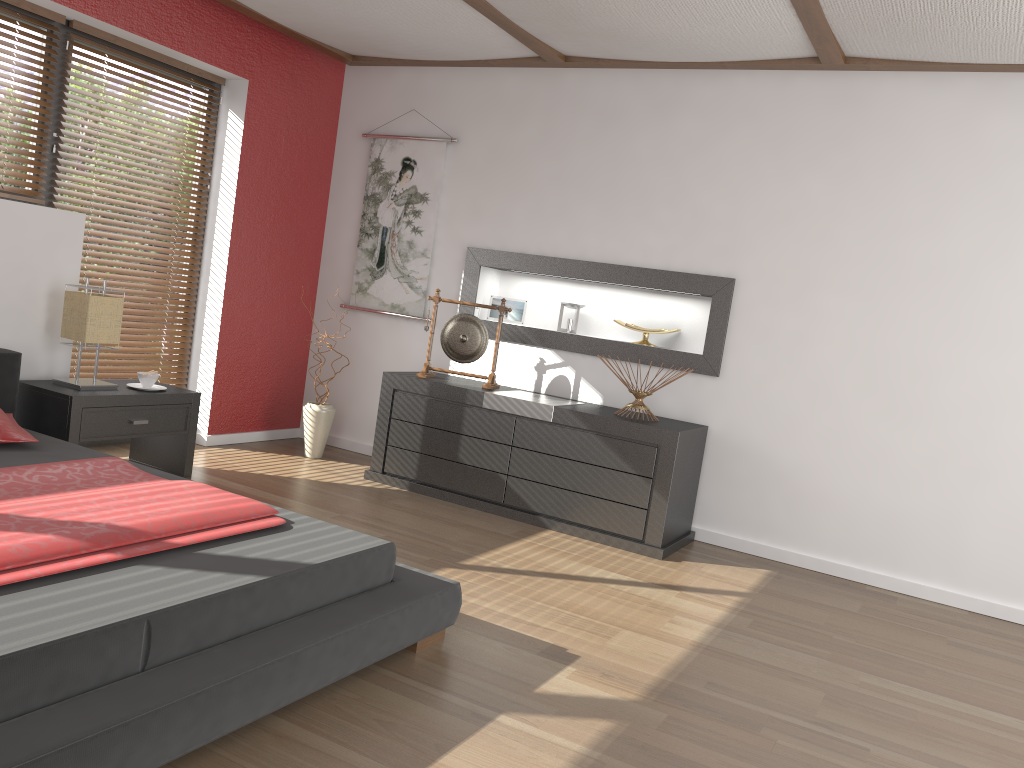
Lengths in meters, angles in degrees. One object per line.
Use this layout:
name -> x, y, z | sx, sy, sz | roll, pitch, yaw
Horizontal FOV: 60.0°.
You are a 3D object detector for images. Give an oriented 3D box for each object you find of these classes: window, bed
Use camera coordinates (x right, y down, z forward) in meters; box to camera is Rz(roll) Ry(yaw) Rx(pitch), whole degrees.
window -> -2.073, -0.764, 4.749 | 0.020, 1.893, 0.889 | 11, 6, 27
window -> -2.896, -1.276, 2.973 | 0.020, 0.786, 2.817 | 11, 6, 27
bed -> -1.758, 0.337, 2.249 | 2.413, 0.577, 2.469 | 11, 6, 27

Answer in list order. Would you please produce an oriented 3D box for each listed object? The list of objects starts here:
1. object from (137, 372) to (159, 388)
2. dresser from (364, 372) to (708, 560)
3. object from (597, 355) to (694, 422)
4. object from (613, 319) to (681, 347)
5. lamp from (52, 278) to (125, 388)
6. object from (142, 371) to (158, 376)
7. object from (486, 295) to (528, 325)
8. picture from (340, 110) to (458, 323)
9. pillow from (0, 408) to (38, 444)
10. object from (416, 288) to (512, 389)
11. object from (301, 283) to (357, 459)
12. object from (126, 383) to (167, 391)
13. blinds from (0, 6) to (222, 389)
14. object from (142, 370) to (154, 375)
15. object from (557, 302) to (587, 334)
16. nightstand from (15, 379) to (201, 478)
object -> -1.739, -0.016, 4.232 | 0.099, 0.069, 0.099 | 4, 6, -38
dresser -> 0.105, 0.371, 4.740 | 1.740, 0.608, 0.540 | 11, 6, 27
object -> 0.645, 0.029, 4.442 | 0.481, 0.282, 0.481 | 8, 5, -7
object -> 0.739, -0.271, 4.893 | 0.350, 0.116, 0.181 | 10, 5, 17
lamp -> -1.911, -0.237, 4.027 | 0.200, 0.480, 0.200 | 11, 6, 27
object -> -1.721, -0.050, 4.218 | 0.007, 0.007, 0.192 | 8, 5, -3
object -> -0.029, -0.441, 5.272 | 0.226, 0.146, 0.041 | 9, 5, 7
picture -> -0.699, -1.055, 5.471 | 0.701, 1.270, 0.028 | 11, 6, 27
pillow -> -2.098, 0.120, 3.094 | 0.745, 0.172, 0.418 | 4, 7, -44
object -> -0.262, -0.255, 4.898 | 0.490, 0.498, 0.173 | 10, 5, 12
object -> -1.144, -0.073, 5.213 | 0.364, 1.035, 0.422 | 9, 5, 2
object -> -1.744, 0.017, 4.235 | 0.179, 0.012, 0.179 | 4, 6, -38
blinds -> -2.922, -0.694, 2.990 | 0.032, 1.952, 4.840 | 11, 6, 27
object -> -1.737, -0.054, 4.235 | 0.007, 0.007, 0.192 | 8, 5, -8
object -> 0.341, -0.379, 5.118 | 0.159, 0.171, 0.159 | 7, 5, -14
nightstand -> -1.889, 0.223, 4.156 | 0.413, 0.423, 0.700 | 11, 6, 27
